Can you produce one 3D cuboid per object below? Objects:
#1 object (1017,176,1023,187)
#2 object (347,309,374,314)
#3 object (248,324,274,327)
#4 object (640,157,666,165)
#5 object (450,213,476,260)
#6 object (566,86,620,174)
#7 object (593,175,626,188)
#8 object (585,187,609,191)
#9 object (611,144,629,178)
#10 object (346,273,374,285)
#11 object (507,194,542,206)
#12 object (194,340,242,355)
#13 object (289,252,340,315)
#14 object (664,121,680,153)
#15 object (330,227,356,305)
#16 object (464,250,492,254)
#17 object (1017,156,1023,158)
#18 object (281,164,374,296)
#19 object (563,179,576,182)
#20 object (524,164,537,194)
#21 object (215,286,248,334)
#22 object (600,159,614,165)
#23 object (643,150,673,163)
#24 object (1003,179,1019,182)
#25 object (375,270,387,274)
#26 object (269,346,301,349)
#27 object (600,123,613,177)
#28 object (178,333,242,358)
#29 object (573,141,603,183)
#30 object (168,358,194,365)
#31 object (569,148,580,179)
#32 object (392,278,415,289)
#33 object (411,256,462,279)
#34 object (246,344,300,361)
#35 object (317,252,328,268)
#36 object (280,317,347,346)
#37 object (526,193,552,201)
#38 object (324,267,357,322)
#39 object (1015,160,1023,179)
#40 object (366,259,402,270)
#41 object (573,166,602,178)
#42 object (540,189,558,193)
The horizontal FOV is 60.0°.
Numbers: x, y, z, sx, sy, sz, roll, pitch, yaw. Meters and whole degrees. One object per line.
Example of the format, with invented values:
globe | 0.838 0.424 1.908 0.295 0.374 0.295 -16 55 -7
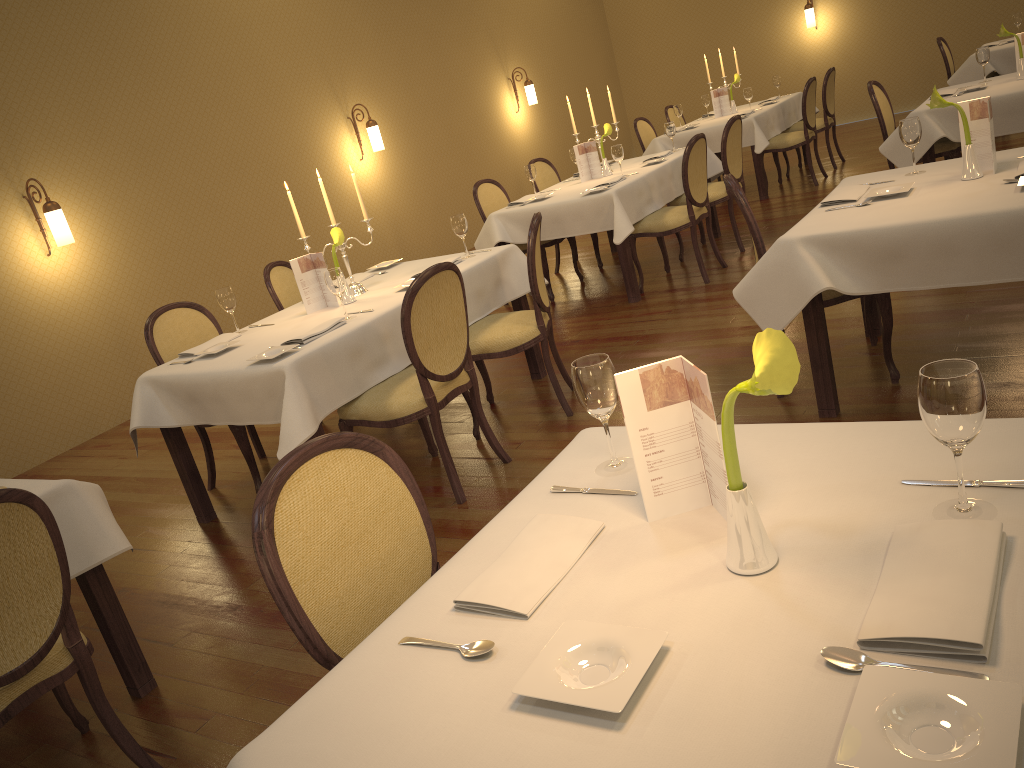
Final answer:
object | 1.805 -0.687 2.998 0.160 0.024 0.160 -3 21 34
object | -0.699 -0.327 4.026 0.185 0.010 0.017 -2 22 36
object | -1.229 -0.290 4.357 0.185 0.010 0.017 -3 21 34
object | 1.047 -1.646 6.590 0.160 0.024 0.160 -3 21 34
object | -0.261 -0.778 4.676 0.088 0.229 0.088 -17 17 -5
object | 0.641 -1.921 6.736 0.390 0.655 0.131 -21 18 -19
object | 0.667 -1.386 6.103 0.142 0.033 0.273 -3 21 34
object | 0.571 -1.315 5.985 0.181 0.015 0.038 -2 22 36
object | 0.755 -1.559 6.224 0.088 0.229 0.088 -17 17 -5
object | -0.900 -0.560 4.883 0.142 0.033 0.273 -3 21 34
object | 0.094 -1.348 6.483 0.142 0.024 0.273 -3 21 34
object | -1.321 -0.153 3.995 0.160 0.024 0.160 -3 21 34
object | -0.950 -0.494 4.312 0.166 0.277 0.081 -13 18 7
object | 1.256 -1.941 6.976 0.088 0.229 0.088 -17 17 -5
object | -0.820 -0.566 4.253 0.076 0.375 0.163 -26 20 -30
object | -0.184 -0.713 4.773 0.181 0.015 0.038 -2 22 36
object | 2.067 -0.898 3.444 0.185 0.010 0.017 -2 22 36
object | -0.876 -0.758 4.436 0.390 0.655 0.131 -21 18 -19
object | 0.483 -1.602 6.951 0.185 0.010 0.017 -3 21 34
object | 0.153 -1.518 6.605 0.088 0.229 0.088 -17 17 -5
object | -1.364 -0.355 4.306 0.088 0.229 0.088 -17 17 -5
object | 0.784 -1.846 7.426 0.160 0.024 0.160 -3 21 34
object | 1.128 -1.762 6.869 0.142 0.033 0.273 -3 21 34
object | 1.820 -0.722 3.104 0.181 0.015 0.038 -2 22 36
object | -0.771 -0.620 4.980 0.181 0.015 0.038 -2 22 36
object | -0.946 -0.151 3.685 0.181 0.015 0.038 -2 22 36
object | 0.697 -1.729 6.553 0.076 0.375 0.163 -26 20 -30
object | -1.423 -0.185 4.183 0.142 0.024 0.273 -3 21 34
object | 0.567 -1.658 6.612 0.166 0.277 0.081 -13 18 7
object | -1.489 -0.100 3.986 0.181 0.015 0.038 -2 22 36
object | 0.514 -1.743 6.994 0.088 0.229 0.088 -19 18 -11
object | -0.470 -0.482 4.290 0.160 0.024 0.160 -3 21 34
object | -0.389 -0.599 4.570 0.142 0.033 0.273 -3 21 34
object | -0.961 -0.117 3.579 0.160 0.024 0.160 -3 21 34
object | -1.003 -0.580 4.694 0.088 0.229 0.088 -19 18 -11
object | -0.850 -0.223 3.803 0.142 0.033 0.273 -3 21 34
object | 0.196 -1.317 6.295 0.160 0.024 0.160 -3 21 34
object | -0.762 -0.396 3.924 0.088 0.229 0.088 -17 17 -5
object | 1.916 -0.793 3.221 0.142 0.033 0.273 -3 21 34
object | -0.733 -0.682 5.127 0.160 0.024 0.160 -3 21 34
object | 0.617 -1.723 7.182 0.142 0.033 0.273 -3 21 34
object | 0.288 -1.453 6.657 0.185 0.010 0.017 -3 21 34
